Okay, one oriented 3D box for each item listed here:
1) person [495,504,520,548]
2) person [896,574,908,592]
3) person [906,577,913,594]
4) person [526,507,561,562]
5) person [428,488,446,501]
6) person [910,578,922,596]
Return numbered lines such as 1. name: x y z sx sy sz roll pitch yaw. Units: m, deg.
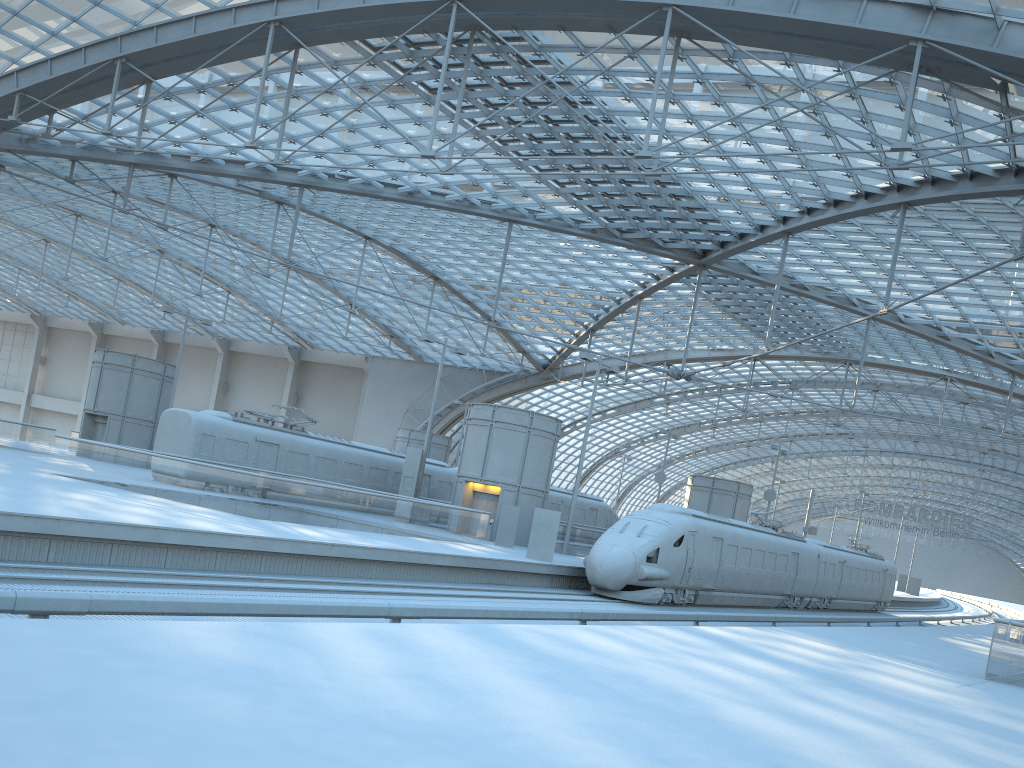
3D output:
1. person: -0.157 5.352 32.993 0.706 1.612 0.001 10 0 14
2. person: 40.618 20.757 91.630 0.891 1.799 0.001 10 -1 30
3. person: 39.671 20.039 87.155 0.866 1.706 0.001 9 -1 35
4. person: 1.050 4.935 28.618 0.872 1.706 0.001 10 0 9
5. person: -3.643 5.848 41.684 0.824 1.732 0.001 10 0 9
6. person: 38.453 19.357 83.690 0.818 1.732 0.001 9 -1 35
